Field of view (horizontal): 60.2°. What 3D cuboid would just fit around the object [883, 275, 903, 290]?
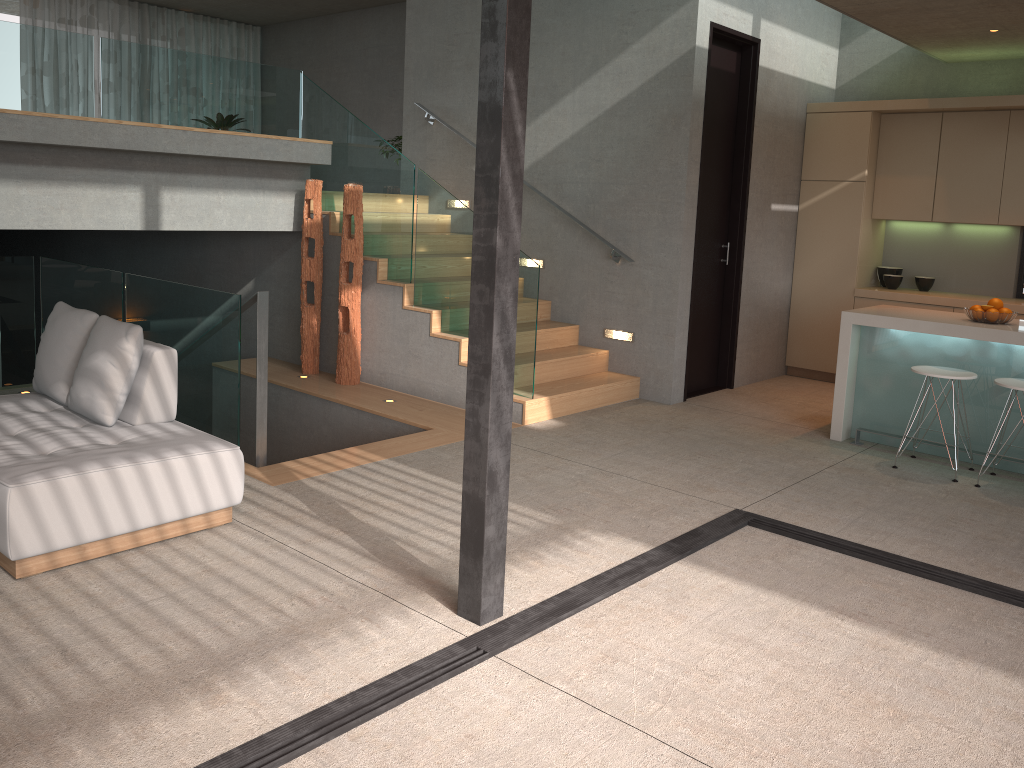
[{"bbox_3d":[3.491,-0.932,8.104,0.170,0.125,0.171,8,11,27],"label":"object"}]

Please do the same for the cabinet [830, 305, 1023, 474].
[{"bbox_3d":[4.031,0.246,5.037,4.152,0.889,0.804,13,13,41],"label":"cabinet"}]

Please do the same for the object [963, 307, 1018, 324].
[{"bbox_3d":[3.123,-0.444,5.776,0.318,0.081,0.317,13,15,40],"label":"object"}]

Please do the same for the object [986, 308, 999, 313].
[{"bbox_3d":[3.093,-0.444,5.690,0.087,0.086,0.087,8,11,31],"label":"object"}]

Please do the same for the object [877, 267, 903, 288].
[{"bbox_3d":[3.535,-0.998,8.287,0.226,0.186,0.227,6,10,19],"label":"object"}]

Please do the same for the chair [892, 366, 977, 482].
[{"bbox_3d":[2.652,0.227,5.496,0.384,0.617,0.384,10,11,41],"label":"chair"}]

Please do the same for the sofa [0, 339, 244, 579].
[{"bbox_3d":[-2.140,0.204,4.190,1.608,0.725,1.018,12,14,41],"label":"sofa"}]

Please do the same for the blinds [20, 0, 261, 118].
[{"bbox_3d":[-5.613,-4.517,13.829,0.224,2.699,3.868,9,12,41],"label":"blinds"}]

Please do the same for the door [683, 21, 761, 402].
[{"bbox_3d":[0.720,-0.200,5.042,15.343,4.429,5.838,5,10,14],"label":"door"}]

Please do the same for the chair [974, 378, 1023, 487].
[{"bbox_3d":[3.004,0.308,5.184,0.384,0.617,0.384,10,11,41],"label":"chair"}]

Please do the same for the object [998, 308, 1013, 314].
[{"bbox_3d":[3.183,-0.446,5.710,0.095,0.093,0.095,8,11,30],"label":"object"}]

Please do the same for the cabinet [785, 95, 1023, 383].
[{"bbox_3d":[5.218,-0.663,5.631,7.527,2.539,1.974,13,13,41],"label":"cabinet"}]

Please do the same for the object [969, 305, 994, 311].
[{"bbox_3d":[3.069,-0.471,5.795,0.096,0.099,0.176,2,11,-4],"label":"object"}]

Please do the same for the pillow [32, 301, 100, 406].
[{"bbox_3d":[-2.368,-0.165,4.699,0.496,0.493,0.239,11,11,41],"label":"pillow"}]

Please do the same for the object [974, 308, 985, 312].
[{"bbox_3d":[3.037,-0.455,5.753,0.080,0.080,0.082,-1,10,-19],"label":"object"}]

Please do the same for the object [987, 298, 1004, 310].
[{"bbox_3d":[3.160,-0.515,5.777,0.094,0.093,0.096,-2,11,-28],"label":"object"}]

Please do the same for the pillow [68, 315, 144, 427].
[{"bbox_3d":[-2.012,-0.071,4.382,0.496,0.478,0.267,11,12,41],"label":"pillow"}]

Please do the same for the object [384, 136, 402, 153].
[{"bbox_3d":[-0.938,-2.740,10.757,1.430,1.199,1.249,0,10,-15],"label":"object"}]

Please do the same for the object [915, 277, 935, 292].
[{"bbox_3d":[3.756,-0.908,8.047,0.170,0.125,0.171,8,11,27],"label":"object"}]
